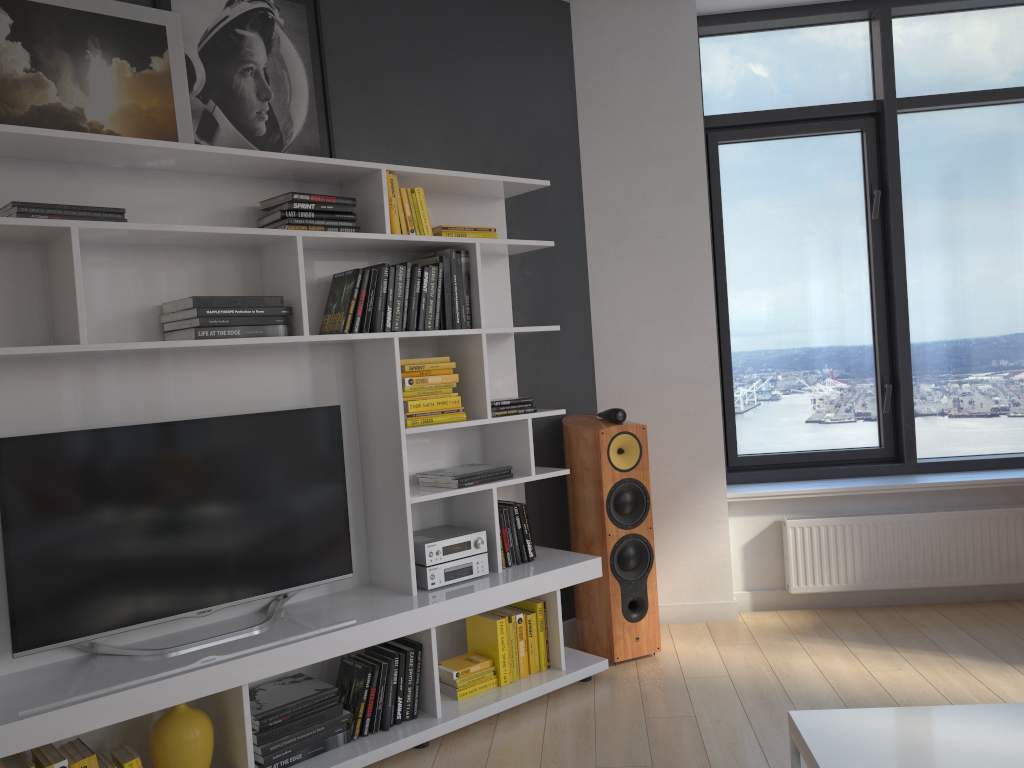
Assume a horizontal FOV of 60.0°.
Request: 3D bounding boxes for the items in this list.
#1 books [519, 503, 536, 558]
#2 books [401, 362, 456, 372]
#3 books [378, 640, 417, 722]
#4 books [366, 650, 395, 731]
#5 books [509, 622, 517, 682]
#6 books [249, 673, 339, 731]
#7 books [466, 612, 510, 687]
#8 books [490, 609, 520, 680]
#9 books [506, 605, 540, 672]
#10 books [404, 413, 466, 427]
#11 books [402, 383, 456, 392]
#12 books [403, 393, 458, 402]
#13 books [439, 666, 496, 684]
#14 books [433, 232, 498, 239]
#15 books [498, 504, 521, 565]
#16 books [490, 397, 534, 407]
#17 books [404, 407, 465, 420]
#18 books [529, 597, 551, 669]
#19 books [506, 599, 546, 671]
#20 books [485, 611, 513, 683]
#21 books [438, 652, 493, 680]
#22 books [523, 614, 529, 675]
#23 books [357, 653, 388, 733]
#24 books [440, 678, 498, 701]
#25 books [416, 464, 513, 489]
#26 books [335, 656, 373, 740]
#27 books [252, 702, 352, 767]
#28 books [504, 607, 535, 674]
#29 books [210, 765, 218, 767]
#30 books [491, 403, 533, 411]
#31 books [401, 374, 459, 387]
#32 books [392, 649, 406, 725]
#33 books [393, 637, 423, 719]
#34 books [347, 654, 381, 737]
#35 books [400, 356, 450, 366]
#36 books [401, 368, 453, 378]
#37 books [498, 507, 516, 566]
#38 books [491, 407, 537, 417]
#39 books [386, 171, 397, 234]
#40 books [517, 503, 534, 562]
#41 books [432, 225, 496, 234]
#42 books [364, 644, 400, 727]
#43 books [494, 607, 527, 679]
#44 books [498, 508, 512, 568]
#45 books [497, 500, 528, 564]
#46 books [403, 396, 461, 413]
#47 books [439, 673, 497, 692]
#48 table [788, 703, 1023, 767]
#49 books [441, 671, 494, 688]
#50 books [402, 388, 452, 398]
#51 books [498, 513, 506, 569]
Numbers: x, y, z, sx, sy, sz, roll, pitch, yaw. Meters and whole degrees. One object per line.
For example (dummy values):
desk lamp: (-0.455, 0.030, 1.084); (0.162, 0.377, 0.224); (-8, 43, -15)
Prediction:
books: (0.007, 0.608, 3.700); (0.077, 0.233, 0.179); (-5, 2, -40)
books: (-0.357, -0.064, 3.442); (0.223, 0.023, 0.163); (-5, 2, -36)
books: (-0.422, 1.065, 3.200); (0.084, 0.249, 0.191); (-5, 2, -40)
books: (-0.472, 1.076, 3.125); (0.069, 0.242, 0.172); (-5, 2, -39)
books: (-0.046, 1.042, 3.491); (0.024, 0.229, 0.156); (-5, 2, -40)
books: (-0.777, 1.059, 2.966); (0.310, 0.047, 0.250); (-6, 2, -45)
books: (-0.097, 1.031, 3.473); (0.044, 0.255, 0.198); (-5, 2, -40)
books: (-0.043, 1.028, 3.518); (0.019, 0.251, 0.180); (-5, 2, -40)
books: (0.039, 1.028, 3.587); (0.024, 0.234, 0.172); (-5, 2, -40)
books: (-0.337, 0.137, 3.425); (0.257, 0.028, 0.194); (-5, 2, -35)
books: (-0.363, 0.014, 3.439); (0.239, 0.019, 0.171); (-5, 2, -40)
books: (-0.364, 0.051, 3.440); (0.251, 0.014, 0.189); (-5, 2, -37)
books: (-0.177, 1.098, 3.392); (0.187, 0.014, 0.134); (-5, 2, -40)
books: (-0.216, -0.575, 3.527); (0.257, 0.028, 0.194); (-5, 2, -35)
books: (-0.041, 0.610, 3.613); (0.050, 0.242, 0.169); (-5, 2, -41)
books: (-0.044, 0.075, 3.641); (0.213, 0.023, 0.161); (-5, 2, -37)
books: (-0.346, 0.112, 3.428); (0.257, 0.024, 0.203); (-5, 2, -37)
books: (0.071, 1.007, 3.633); (0.025, 0.270, 0.213); (-5, 2, -40)
books: (0.056, 1.009, 3.609); (0.029, 0.270, 0.204); (-5, 2, -40)
books: (-0.075, 1.026, 3.495); (0.015, 0.263, 0.199); (-5, 2, -40)
books: (-0.190, 1.079, 3.399); (0.186, 0.026, 0.138); (-5, 2, -40)
books: (0.000, 1.030, 3.554); (0.023, 0.239, 0.169); (-5, 2, -40)
books: (-0.507, 1.082, 3.113); (0.081, 0.233, 0.169); (-5, 2, -41)
books: (-0.175, 1.150, 3.393); (0.190, 0.033, 0.147); (-5, 2, -40)
books: (-0.190, 0.366, 3.545); (0.310, 0.047, 0.250); (-6, 2, -45)
books: (-0.562, 1.086, 3.078); (0.104, 0.234, 0.182); (-5, 2, -40)
books: (-0.751, 1.150, 2.956); (0.277, 0.137, 0.343); (-2, 2, 45)
books: (0.021, 1.030, 3.567); (0.024, 0.234, 0.172); (-5, 2, -40)
books: (-1.002, 1.228, 2.722); (0.270, 0.029, 0.204); (-3, 2, 35)
books: (-0.034, 0.094, 3.628); (0.198, 0.015, 0.142); (-5, 2, -42)
books: (-0.355, -0.013, 3.443); (0.239, 0.033, 0.176); (-5, 2, -37)
books: (-0.447, 1.072, 3.173); (0.068, 0.243, 0.179); (-5, 2, -41)
books: (-0.397, 1.058, 3.223); (0.066, 0.260, 0.197); (-5, 2, -40)
books: (-0.539, 1.085, 3.103); (0.096, 0.234, 0.187); (-5, 2, -40)
books: (-0.380, -0.086, 3.452); (0.223, 0.023, 0.163); (-5, 2, -36)
books: (-0.363, -0.040, 3.440); (0.227, 0.022, 0.160); (-5, 2, -24)
books: (-0.062, 0.615, 3.605); (0.049, 0.236, 0.170); (-5, 2, -40)
books: (-0.031, 0.113, 3.627); (0.213, 0.023, 0.161); (-5, 2, -37)
books: (-0.486, -0.649, 3.248); (0.041, 0.229, 0.161); (-5, 2, -41)
books: (0.002, 0.606, 3.654); (0.066, 0.242, 0.177); (-5, 2, -40)
books: (-0.226, -0.600, 3.531); (0.257, 0.024, 0.203); (-5, 2, -37)
books: (-0.472, 1.068, 3.160); (0.075, 0.254, 0.192); (-5, 2, -41)
books: (-0.021, 1.026, 3.534); (0.035, 0.250, 0.185); (-5, 2, -40)
books: (-0.085, 0.616, 3.595); (0.053, 0.240, 0.189); (-5, 2, -40)
books: (-0.026, 0.603, 3.640); (0.066, 0.255, 0.193); (-5, 2, -41)
books: (-0.351, 0.079, 3.432); (0.243, 0.042, 0.189); (-5, 2, -40)
books: (-0.179, 1.128, 3.396); (0.196, 0.011, 0.148); (-5, 2, -40)
table: (1.166, 0.975, 1.524); (1.091, 0.435, 1.091); (-4, 2, 5)
books: (-0.171, 1.114, 3.377); (0.169, 0.018, 0.113); (-5, 2, -39)
books: (-0.359, 0.034, 3.418); (0.217, 0.023, 0.145); (-5, 2, -36)
books: (-0.113, 0.603, 3.577); (0.053, 0.268, 0.202); (-5, 2, -40)
